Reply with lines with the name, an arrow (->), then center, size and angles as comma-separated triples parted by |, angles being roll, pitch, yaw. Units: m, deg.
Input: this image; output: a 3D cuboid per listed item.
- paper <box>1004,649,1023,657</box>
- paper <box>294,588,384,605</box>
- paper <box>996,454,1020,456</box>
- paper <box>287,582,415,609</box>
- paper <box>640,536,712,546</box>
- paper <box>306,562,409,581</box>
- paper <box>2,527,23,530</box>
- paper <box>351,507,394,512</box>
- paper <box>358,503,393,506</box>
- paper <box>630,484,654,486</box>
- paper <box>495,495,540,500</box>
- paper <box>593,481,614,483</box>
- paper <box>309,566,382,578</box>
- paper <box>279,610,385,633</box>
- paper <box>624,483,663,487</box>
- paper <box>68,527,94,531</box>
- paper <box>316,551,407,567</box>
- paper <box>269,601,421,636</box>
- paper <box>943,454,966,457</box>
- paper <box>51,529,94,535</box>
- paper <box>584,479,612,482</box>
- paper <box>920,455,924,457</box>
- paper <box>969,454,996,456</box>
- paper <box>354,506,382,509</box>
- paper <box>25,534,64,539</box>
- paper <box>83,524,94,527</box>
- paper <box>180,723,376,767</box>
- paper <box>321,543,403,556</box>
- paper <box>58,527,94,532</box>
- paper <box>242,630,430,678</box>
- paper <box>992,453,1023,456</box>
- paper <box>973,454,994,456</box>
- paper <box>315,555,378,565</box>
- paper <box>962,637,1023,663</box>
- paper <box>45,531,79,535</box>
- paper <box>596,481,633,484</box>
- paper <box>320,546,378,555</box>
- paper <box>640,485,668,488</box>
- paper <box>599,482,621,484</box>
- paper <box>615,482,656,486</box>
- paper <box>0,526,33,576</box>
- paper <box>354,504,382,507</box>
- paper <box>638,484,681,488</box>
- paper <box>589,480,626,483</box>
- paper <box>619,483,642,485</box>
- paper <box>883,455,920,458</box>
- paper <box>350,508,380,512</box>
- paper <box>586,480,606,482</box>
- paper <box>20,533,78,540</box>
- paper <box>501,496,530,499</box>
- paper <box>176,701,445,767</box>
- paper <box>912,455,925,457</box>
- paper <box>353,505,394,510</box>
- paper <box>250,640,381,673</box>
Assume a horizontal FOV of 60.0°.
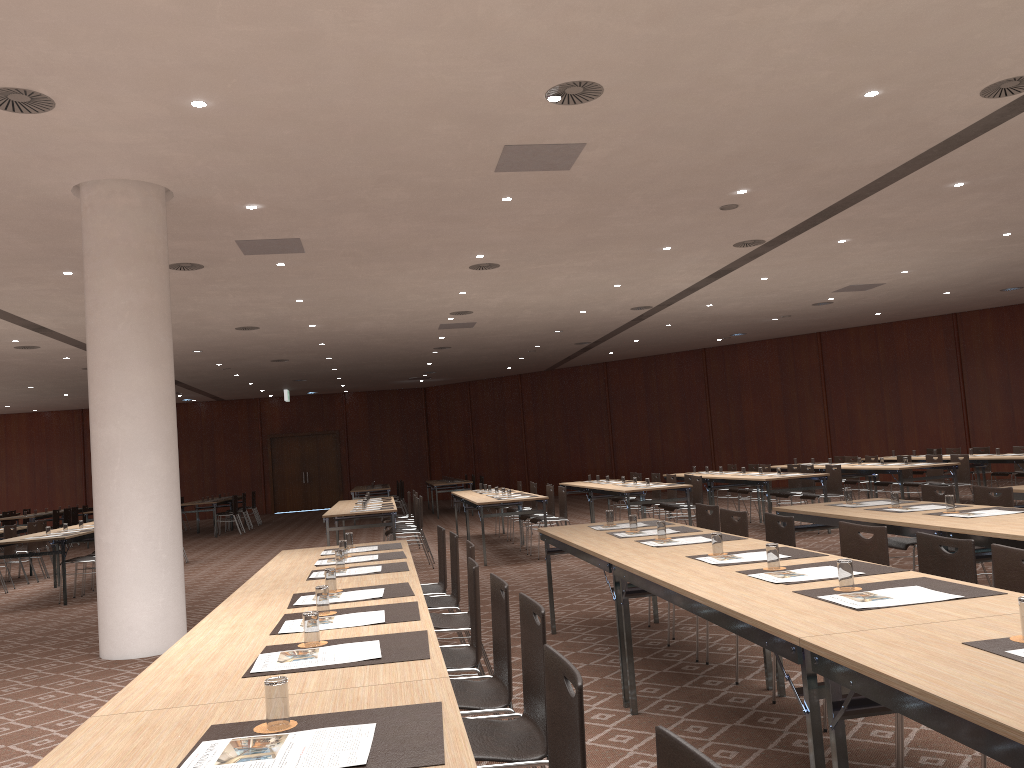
paper -> 1.495, 0.668, 2.193 | 0.398, 0.006, 0.284 | -4, -5, -8
paper -> -0.802, 0.994, 4.147 | 0.398, 0.006, 0.284 | -4, -4, -6
paper -> 7.831, 1.116, 13.976 | 0.398, 0.006, 0.284 | -3, -5, -12
paper -> -0.760, 0.999, 4.206 | 0.565, 0.003, 0.461 | -3, -5, -11
paper -> 1.008, 0.955, 5.384 | 0.398, 0.006, 0.284 | -4, -5, -9
paper -> -0.888, 1.082, 5.142 | 0.565, 0.003, 0.460 | -4, -5, -9
paper -> -8.333, 2.378, 14.533 | 0.565, 0.003, 0.461 | -3, -5, -10
paper -> -1.874, 1.686, 11.903 | 0.565, 0.003, 0.460 | -4, -5, -9
paper -> -2.059, 1.802, 13.205 | 0.565, 0.003, 0.460 | -4, -5, -8
paper -> 1.897, 1.492, 13.088 | 0.398, 0.006, 0.284 | -4, -4, -6
paper -> 0.065, 1.566, 12.219 | 0.565, 0.003, 0.460 | -4, -5, -8
paper -> 1.600, 1.690, 15.323 | 0.398, 0.006, 0.284 | -4, -5, -10
paper -> -0.952, 1.080, 5.100 | 0.398, 0.006, 0.284 | -4, -5, -8
paper -> -0.702, 0.935, 3.493 | 0.398, 0.006, 0.284 | -4, -5, -9
paper -> 1.946, 1.497, 13.143 | 0.565, 0.003, 0.460 | -4, -4, -5
paper -> -6.123, 2.049, 12.510 | 0.398, 0.006, 0.284 | -4, -5, -7
paper -> -0.982, 1.140, 5.790 | 0.565, 0.003, 0.461 | -3, -5, -10
paper -> -0.660, 0.944, 3.590 | 0.565, 0.003, 0.460 | -4, -5, -8
paper -> 7.653, 1.263, 15.626 | 0.565, 0.003, 0.460 | -4, -5, -9
paper -> -5.942, 1.995, 11.942 | 0.565, 0.003, 0.461 | -3, -5, -11
paper -> 1.563, 1.752, 16.027 | 0.565, 0.003, 0.460 | -4, -5, -9
paper -> 7.583, 1.320, 16.293 | 0.565, 0.003, 0.460 | -4, -4, -5
paper -> 7.802, 1.179, 14.705 | 0.565, 0.003, 0.460 | -4, -4, -6
paper -> -2.033, 1.739, 12.467 | 0.398, 0.006, 0.284 | -4, -5, -7
paper -> -5.938, 1.935, 11.233 | 0.398, 0.006, 0.284 | -3, -5, -12
paper -> -6.176, 2.137, 13.530 | 0.565, 0.003, 0.460 | -4, -5, -7
paper -> -0.504, 0.797, 1.920 | 0.398, 0.006, 0.284 | -4, -4, -5
paper -> -1.086, 1.199, 6.444 | 0.565, 0.003, 0.460 | -4, -5, -9
paper -> -6.070, 2.055, 12.581 | 0.565, 0.003, 0.460 | -4, -5, -7
paper -> -0.558, 0.884, 2.924 | 0.565, 0.003, 0.460 | -4, -5, -7
paper -> 7.879, 1.122, 14.044 | 0.565, 0.003, 0.460 | -4, -5, -8
paper -> 7.718, 1.176, 14.635 | 0.398, 0.006, 0.284 | -4, -5, -8
paper -> -1.067, 1.139, 5.739 | 0.398, 0.006, 0.284 | -4, -5, -9
paper -> 1.542, 0.673, 2.243 | 0.565, 0.003, 0.460 | -4, -5, -8
paper -> -6.024, 1.992, 11.873 | 0.398, 0.006, 0.284 | -4, -5, -9
paper -> 1.728, 1.637, 14.725 | 0.565, 0.003, 0.460 | -4, -5, -7
paper -> -1.166, 1.196, 6.371 | 0.398, 0.006, 0.284 | -4, -5, -9
paper -> 1.983, 1.435, 12.438 | 0.398, 0.006, 0.284 | -4, -5, -9
paper -> 1.669, 1.636, 14.703 | 0.398, 0.006, 0.284 | -4, -5, -9
paper -> 1.891, 1.553, 13.804 | 0.565, 0.003, 0.461 | -4, -5, -10
paper -> -8.379, 2.746, 13.835 | 0.953, 0.832, 2.269 | -4, -4, -9
paper -> -2.133, 1.799, 13.137 | 0.398, 0.006, 0.284 | -4, -5, -7
paper -> 2.069, 1.437, 12.504 | 0.565, 0.003, 0.460 | -4, -5, -8
paper -> 1.657, 1.694, 15.383 | 0.565, 0.003, 0.460 | -4, -5, -8
paper -> 1.828, 1.547, 13.726 | 0.398, 0.006, 0.284 | -4, -5, -9
paper -> 7.464, 1.376, 16.896 | 0.565, 0.003, 0.461 | -3, -5, -11
paper -> -1.963, 1.686, 11.864 | 0.398, 0.006, 0.284 | -4, -5, -7
paper -> 1.505, 1.748, 15.978 | 0.398, 0.006, 0.284 | -4, -5, -9
paper -> -5.877, 1.940, 11.305 | 0.565, 0.003, 0.460 | -4, -5, -8
paper -> 0.054, 1.558, 12.158 | 0.398, 0.006, 0.284 | -4, -5, -9
paper -> -0.436, 0.800, 1.977 | 0.565, 0.003, 0.460 | -4, -4, -6
paper -> 7.513, 1.317, 16.231 | 0.398, 0.006, 0.284 | -3, -5, -11
paper -> -1.956, 1.744, 12.555 | 0.565, 0.003, 0.461 | -3, -5, -11
paper -> -0.628, 0.881, 2.876 | 0.398, 0.006, 0.284 | -3, -5, -10
